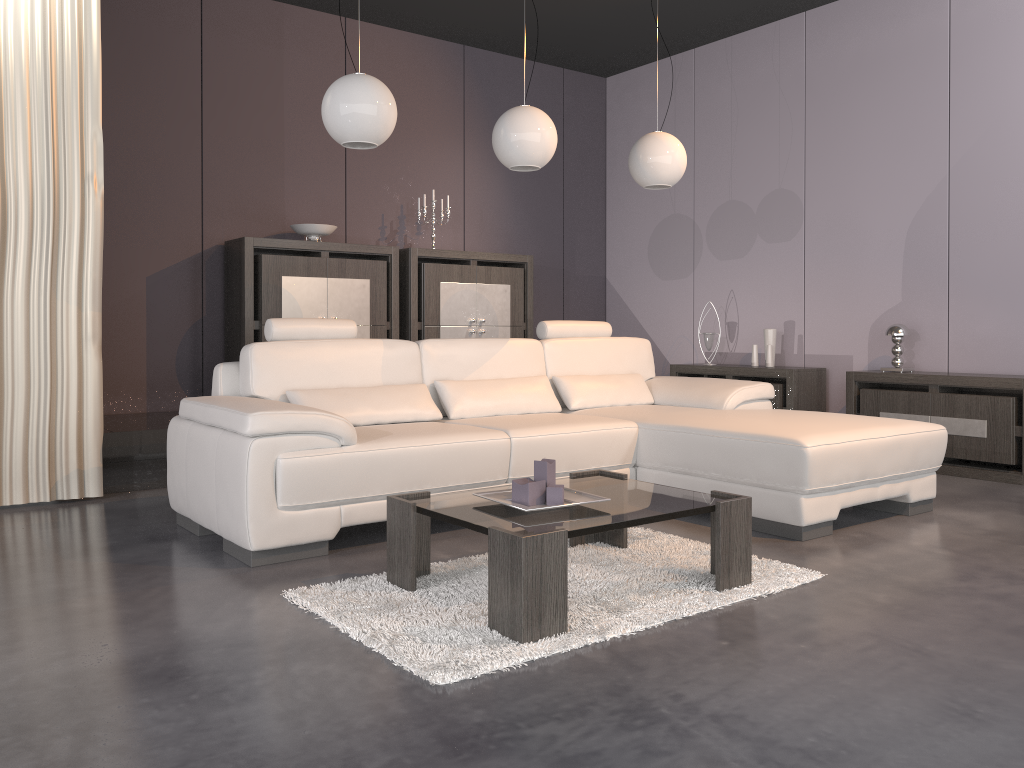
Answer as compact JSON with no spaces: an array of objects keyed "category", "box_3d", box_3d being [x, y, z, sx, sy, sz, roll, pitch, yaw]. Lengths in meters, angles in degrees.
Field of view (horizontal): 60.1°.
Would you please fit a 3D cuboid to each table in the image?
[{"category":"table","box_3d":[0.178,0.488,2.776,0.905,0.270,0.701,-2,4,-37]}]

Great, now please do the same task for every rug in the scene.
[{"category":"rug","box_3d":[0.161,0.625,2.776,1.527,0.023,0.917,-3,4,-37]}]

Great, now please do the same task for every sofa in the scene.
[{"category":"sofa","box_3d":[0.245,0.143,3.810,2.863,0.858,1.870,-2,4,-37]}]

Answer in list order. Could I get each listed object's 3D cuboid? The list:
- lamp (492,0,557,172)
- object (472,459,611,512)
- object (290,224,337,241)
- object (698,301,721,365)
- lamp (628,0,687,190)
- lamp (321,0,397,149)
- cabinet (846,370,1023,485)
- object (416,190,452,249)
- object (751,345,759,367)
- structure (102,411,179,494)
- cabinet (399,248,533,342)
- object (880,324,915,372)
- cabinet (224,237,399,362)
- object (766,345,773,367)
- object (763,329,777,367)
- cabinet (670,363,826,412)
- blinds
[{"category":"lamp","box_3d":[0.059,-1.715,4.141,0.307,1.414,0.306,0,1,-34]},{"category":"object","box_3d":[0.087,0.299,2.703,0.304,0.136,0.304,-2,3,-32]},{"category":"object","box_3d":[-1.311,-0.982,5.856,0.309,0.116,0.309,0,3,-3]},{"category":"object","box_3d":[1.444,-0.373,6.480,0.108,0.465,0.123,-1,1,-36]},{"category":"lamp","box_3d":[0.769,-1.747,4.678,0.307,1.414,0.306,0,1,-33]},{"category":"lamp","box_3d":[-0.625,-1.685,3.628,0.307,1.414,0.307,0,1,21]},{"category":"cabinet","box_3d":[2.499,0.220,5.085,0.377,0.554,1.073,-1,3,-37]},{"category":"object","box_3d":[-0.567,-1.178,6.388,0.229,0.445,0.230,0,1,-19]},{"category":"object","box_3d":[1.684,-0.196,6.140,0.051,0.152,0.051,1,1,32]},{"category":"structure","box_3d":[-2.888,0.393,4.313,8.775,0.300,1.001,-3,4,-37]},{"category":"cabinet","box_3d":[-0.359,-0.427,6.535,1.072,1.074,0.412,-1,2,-37]},{"category":"object","box_3d":[2.330,-0.221,5.351,0.140,0.284,0.140,-1,1,-37]},{"category":"cabinet","box_3d":[-1.290,-0.385,5.836,1.072,1.074,0.412,-1,2,-37]},{"category":"object","box_3d":[1.757,-0.190,6.043,0.051,0.152,0.051,1,1,32]},{"category":"object","box_3d":[1.790,-0.252,6.144,0.089,0.263,0.089,0,1,15]},{"category":"cabinet","box_3d":[1.630,0.151,6.242,0.377,0.554,1.073,-1,3,-37]},{"category":"blinds","box_3d":[-2.798,-0.907,3.435,3.290,2.995,0.249,-2,1,-37]}]
